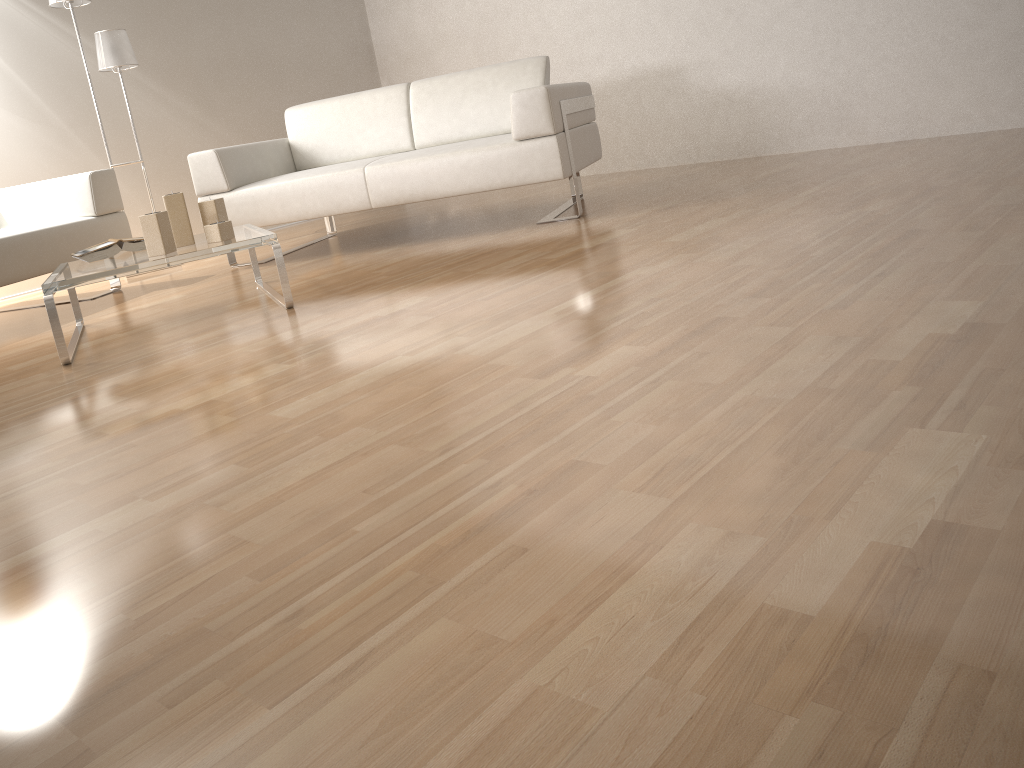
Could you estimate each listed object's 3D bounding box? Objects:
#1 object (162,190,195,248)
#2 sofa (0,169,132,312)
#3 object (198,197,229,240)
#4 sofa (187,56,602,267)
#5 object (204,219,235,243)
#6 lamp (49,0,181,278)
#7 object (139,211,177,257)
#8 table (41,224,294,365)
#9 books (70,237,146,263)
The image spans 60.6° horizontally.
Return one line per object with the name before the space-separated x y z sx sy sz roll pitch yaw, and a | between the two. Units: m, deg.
object | -1.155 -0.574 3.032 0.068 0.191 0.068 -15 10 -21
sofa | -2.498 -0.482 3.462 0.901 0.717 1.851 -6 17 18
object | -1.051 -0.590 3.094 0.067 0.147 0.069 -8 11 13
sofa | -0.529 -1.099 4.264 1.772 0.720 0.941 -5 15 18
object | -0.993 -0.522 2.968 0.067 0.072 0.069 -4 14 28
lamp | -2.144 -1.423 4.745 0.371 1.627 0.210 -15 10 -26
object | -1.159 -0.497 2.861 0.067 0.147 0.069 -8 11 14
table | -1.207 -0.352 3.085 0.710 0.242 0.810 -17 17 -20
books | -1.443 -0.501 3.197 0.298 0.054 0.206 -21 19 -30
